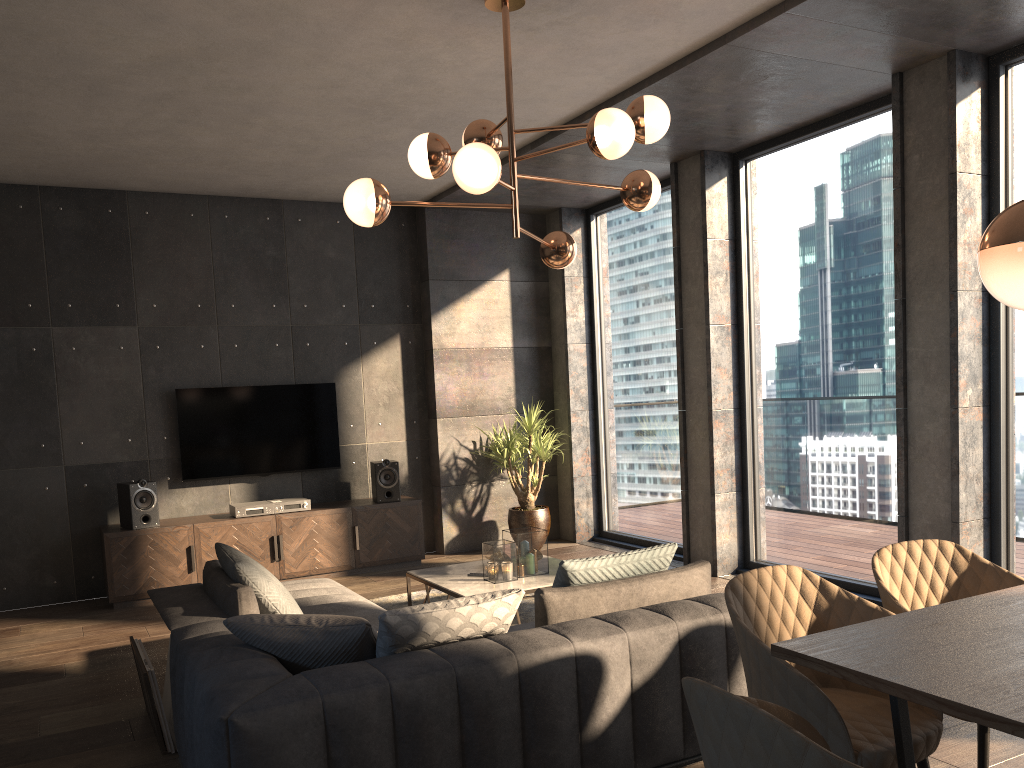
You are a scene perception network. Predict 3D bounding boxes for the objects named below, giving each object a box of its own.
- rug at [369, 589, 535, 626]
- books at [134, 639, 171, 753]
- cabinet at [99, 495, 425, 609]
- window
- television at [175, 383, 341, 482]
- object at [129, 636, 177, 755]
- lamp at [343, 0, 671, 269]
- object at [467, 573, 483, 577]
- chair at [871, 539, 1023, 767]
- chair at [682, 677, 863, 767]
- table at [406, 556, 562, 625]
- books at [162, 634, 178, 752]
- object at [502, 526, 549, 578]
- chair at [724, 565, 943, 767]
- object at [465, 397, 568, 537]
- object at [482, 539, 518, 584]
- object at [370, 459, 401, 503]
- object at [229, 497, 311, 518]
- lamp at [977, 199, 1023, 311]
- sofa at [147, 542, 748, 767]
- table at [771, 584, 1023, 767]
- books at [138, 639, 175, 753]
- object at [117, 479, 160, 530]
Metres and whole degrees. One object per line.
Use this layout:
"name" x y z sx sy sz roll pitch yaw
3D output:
"rug" -0.032 1.447 4.856 1.724 0.020 3.140 -3 -1 -28
"books" -1.553 1.331 3.808 0.064 0.357 0.567 -5 2 -28
"cabinet" -1.909 1.289 6.999 2.401 0.554 0.539 -3 2 -28
"window" 2.459 -0.177 4.853 0.198 3.015 7.257 -5 1 -28
"television" -2.028 0.383 7.140 1.262 0.741 0.057 -3 4 -28
"object" -1.528 1.340 3.896 0.215 0.354 0.666 -5 1 -28
"lamp" 0.117 -1.113 3.761 1.015 1.044 1.457 -1 2 38
"object" -0.176 1.137 5.258 0.181 0.012 0.046 -3 0 23
"chair" 1.443 0.940 2.774 0.554 0.842 0.508 -4 3 -18
"chair" 0.639 0.970 1.739 0.509 0.841 0.553 -4 3 -23
"table" -0.027 1.292 5.331 0.928 0.311 0.929 -3 0 -28
"books" -1.467 1.328 3.845 0.079 0.355 0.567 -5 2 -28
"object" 0.080 0.999 5.263 0.199 0.262 0.196 -4 3 -28
"chair" 0.905 0.964 2.487 0.553 0.842 0.509 -5 4 -33
"object" 0.054 0.792 7.777 0.951 1.369 1.018 -3 3 3
"object" -0.071 1.026 5.109 0.148 0.222 0.149 -4 3 -28
"object" -1.051 0.795 7.333 0.198 0.356 0.248 -4 3 -18
"object" -1.892 0.966 6.911 0.571 0.088 0.270 -3 0 -28
"lamp" 1.080 -0.926 1.803 0.239 1.554 0.237 1 6 38
"sofa" -0.583 1.078 4.072 2.018 0.788 2.908 -3 0 -28
"table" 1.464 0.966 2.144 1.462 0.774 0.767 -3 2 -28
"books" -1.539 1.330 3.807 0.064 0.357 0.567 -5 2 -28
"object" -2.729 0.869 6.451 0.197 0.356 0.249 -6 4 -43
